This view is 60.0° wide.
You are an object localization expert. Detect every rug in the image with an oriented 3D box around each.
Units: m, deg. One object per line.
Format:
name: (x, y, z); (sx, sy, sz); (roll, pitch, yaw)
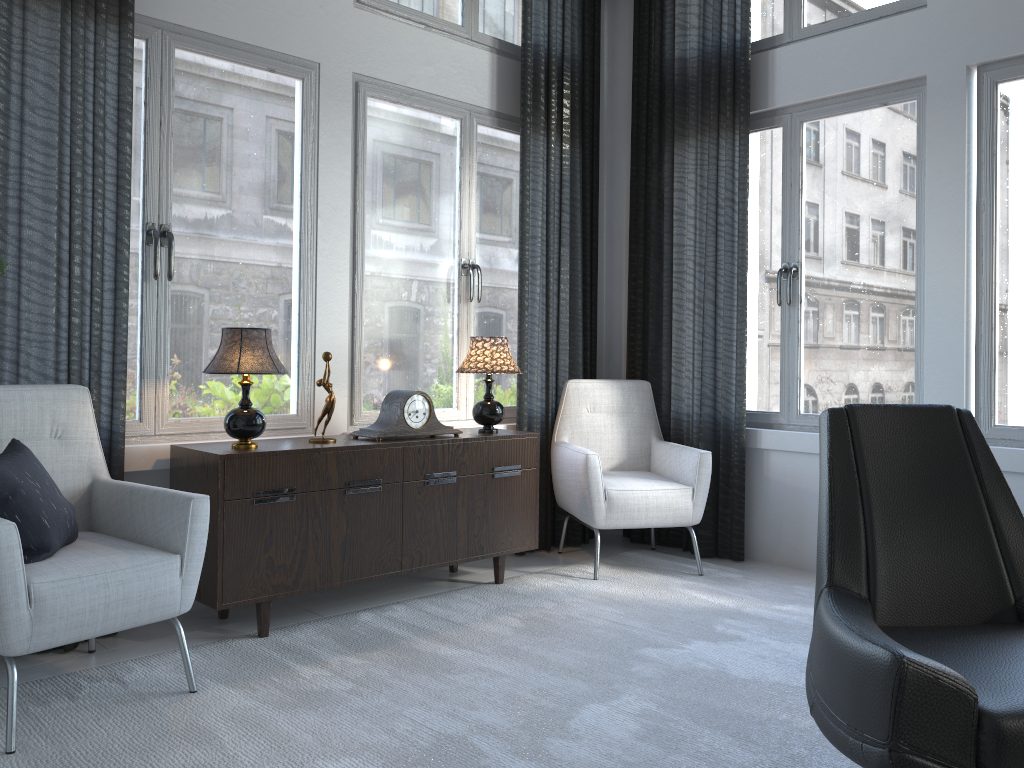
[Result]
rug: (2.207, 0.924, 0.464); (2.954, 0.032, 7.771); (-1, 2, -43)

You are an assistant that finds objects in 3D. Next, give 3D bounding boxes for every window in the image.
window: (-0.199, -0.968, 4.072); (1.268, 2.324, 0.133); (1, -1, -43)
window: (2.249, -0.905, 3.004); (0.133, 2.324, 1.268); (1, -1, -43)
window: (1.277, -0.948, 4.037); (0.133, 2.324, 1.268); (1, -1, -43)
window: (-1.232, -0.954, 3.100); (1.268, 2.324, 0.133); (1, -1, -43)

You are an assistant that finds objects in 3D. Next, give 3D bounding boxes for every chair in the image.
chair: (-1.234, 0.421, 2.394); (0.613, 0.824, 0.593); (1, 0, 37)
chair: (0.517, 0.398, 4.022); (0.594, 0.824, 0.613); (1, 0, -13)
chair: (0.973, 0.463, 1.839); (0.840, 0.810, 0.804); (1, 0, -5)

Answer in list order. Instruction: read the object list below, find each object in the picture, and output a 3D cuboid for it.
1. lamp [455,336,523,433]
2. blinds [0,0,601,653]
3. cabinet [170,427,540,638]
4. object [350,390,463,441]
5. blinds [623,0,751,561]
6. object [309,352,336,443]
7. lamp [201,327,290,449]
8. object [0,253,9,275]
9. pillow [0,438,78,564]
lamp: (-0.096, 0.003, 3.681); (0.280, 0.397, 0.281); (1, 0, -17)
blinds: (-0.628, -0.835, 3.488); (3.211, 3.279, 0.189); (0, 0, -43)
cabinet: (-0.523, 0.511, 3.344); (1.398, 0.613, 0.386); (0, 1, -43)
object: (-0.401, 0.114, 3.412); (0.406, 0.180, 0.181); (0, 1, -43)
blinds: (1.651, -0.804, 3.428); (0.189, 3.279, 3.213); (1, 0, -43)
object: (-0.676, 0.046, 3.174); (0.096, 0.325, 0.096); (1, -1, -44)
lamp: (-0.884, 0.013, 2.941); (0.280, 0.397, 0.281); (1, 0, -17)
object: (-1.549, 0.047, 1.979); (0.936, 1.590, 0.639); (1, 0, 2)
pillow: (-1.293, 0.304, 2.333); (0.252, 0.296, 0.357); (1, 1, -17)
